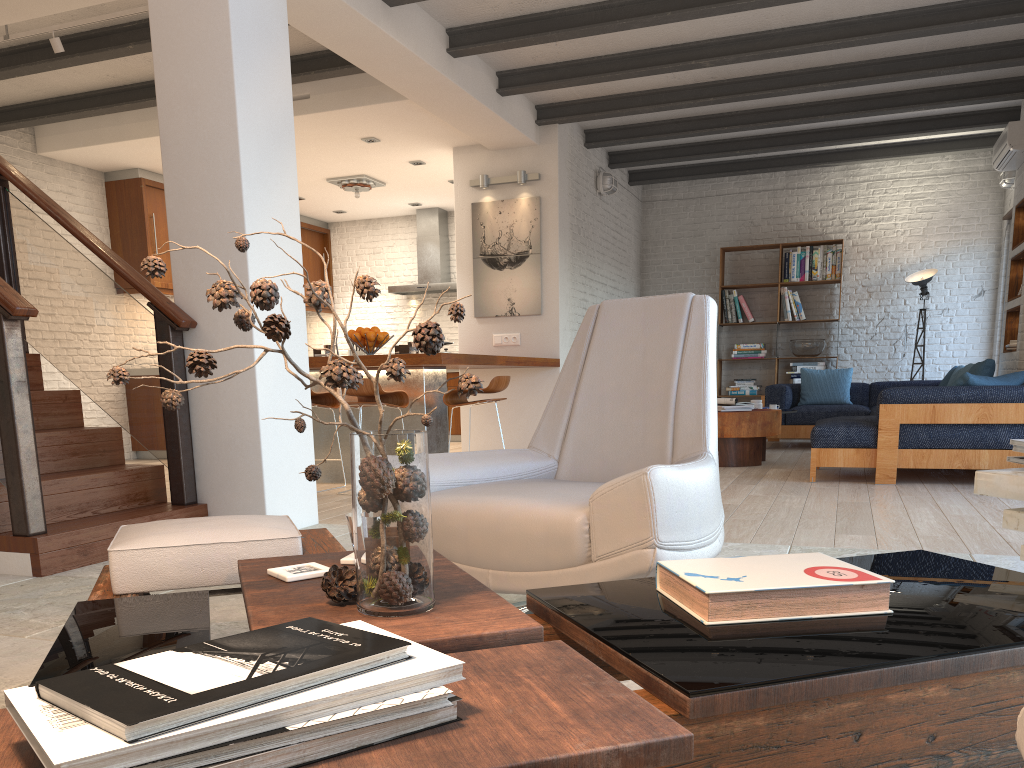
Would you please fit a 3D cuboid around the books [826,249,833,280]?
[{"bbox_3d":[3.562,-1.321,9.779,0.055,0.337,0.249,3,8,21],"label":"books"}]

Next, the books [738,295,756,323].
[{"bbox_3d":[2.747,-0.870,10.194,0.194,0.326,0.249,2,7,21],"label":"books"}]

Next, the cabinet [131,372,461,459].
[{"bbox_3d":[-1.861,-0.690,10.146,4.771,2.899,2.221,-2,7,-14],"label":"cabinet"}]

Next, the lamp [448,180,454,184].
[{"bbox_3d":[-0.595,-2.154,9.202,0.123,0.056,0.121,0,2,21],"label":"lamp"}]

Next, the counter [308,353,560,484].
[{"bbox_3d":[-0.787,0.266,7.113,1.684,0.938,2.454,0,2,21],"label":"counter"}]

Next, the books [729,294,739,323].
[{"bbox_3d":[2.611,-0.875,10.252,0.102,0.341,0.249,3,8,21],"label":"books"}]

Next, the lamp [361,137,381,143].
[{"bbox_3d":[-1.226,-2.135,7.565,0.123,0.056,0.121,0,2,21],"label":"lamp"}]

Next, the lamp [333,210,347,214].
[{"bbox_3d":[-2.118,-2.132,10.709,0.123,0.056,0.121,0,2,21],"label":"lamp"}]

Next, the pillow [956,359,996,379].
[{"bbox_3d":[3.736,0.015,7.107,0.254,0.424,1.191,2,2,21],"label":"pillow"}]

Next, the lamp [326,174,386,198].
[{"bbox_3d":[-1.624,-2.035,9.130,0.450,0.174,0.442,0,2,21],"label":"lamp"}]

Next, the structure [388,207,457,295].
[{"bbox_3d":[-1.003,-1.641,10.760,0.984,1.016,0.446,1,9,20],"label":"structure"}]

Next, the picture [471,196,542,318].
[{"bbox_3d":[-0.049,-1.131,7.868,0.654,1.039,0.019,2,11,20],"label":"picture"}]

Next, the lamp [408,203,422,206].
[{"bbox_3d":[-1.149,-2.149,10.345,0.123,0.056,0.121,0,2,21],"label":"lamp"}]

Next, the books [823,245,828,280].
[{"bbox_3d":[3.520,-1.348,9.796,0.036,0.392,0.238,3,9,21],"label":"books"}]

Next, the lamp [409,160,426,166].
[{"bbox_3d":[-0.910,-2.145,8.384,0.123,0.056,0.121,0,2,21],"label":"lamp"}]

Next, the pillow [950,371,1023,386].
[{"bbox_3d":[3.163,0.083,5.920,0.562,0.336,0.370,-2,5,-19],"label":"pillow"}]

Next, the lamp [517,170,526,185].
[{"bbox_3d":[0.084,-1.806,7.630,0.079,0.107,0.079,-7,9,-41],"label":"lamp"}]

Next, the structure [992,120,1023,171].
[{"bbox_3d":[4.172,-1.971,7.258,0.200,0.224,0.801,1,2,21],"label":"structure"}]

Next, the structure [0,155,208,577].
[{"bbox_3d":[-1.751,-1.343,4.712,10.142,4.225,13.623,0,1,21],"label":"structure"}]

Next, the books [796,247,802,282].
[{"bbox_3d":[3.254,-1.343,9.891,0.036,0.392,0.238,3,9,21],"label":"books"}]

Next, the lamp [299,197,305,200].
[{"bbox_3d":[-2.433,-2.122,9.892,0.123,0.056,0.121,0,2,21],"label":"lamp"}]

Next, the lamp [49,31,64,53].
[{"bbox_3d":[-2.760,-2.063,5.285,0.060,0.132,0.084,3,8,23],"label":"lamp"}]

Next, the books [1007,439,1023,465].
[{"bbox_3d":[1.413,0.165,1.898,0.389,0.081,0.558,-1,0,5],"label":"books"}]

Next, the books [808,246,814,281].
[{"bbox_3d":[3.379,-1.346,9.849,0.036,0.392,0.238,3,9,21],"label":"books"}]

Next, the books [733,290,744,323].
[{"bbox_3d":[2.652,-0.900,10.200,0.121,0.390,0.238,3,8,21],"label":"books"}]

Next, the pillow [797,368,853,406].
[{"bbox_3d":[3.319,0.029,9.222,0.555,0.418,0.218,0,8,20],"label":"pillow"}]

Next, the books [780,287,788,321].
[{"bbox_3d":[3.142,-0.907,10.035,0.101,0.392,0.238,3,9,21],"label":"books"}]

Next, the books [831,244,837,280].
[{"bbox_3d":[3.608,-1.350,9.763,0.036,0.392,0.238,3,9,21],"label":"books"}]

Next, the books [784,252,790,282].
[{"bbox_3d":[3.144,-1.314,9.953,0.055,0.337,0.249,3,8,21],"label":"books"}]

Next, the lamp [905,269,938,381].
[{"bbox_3d":[4.490,-0.307,9.249,0.506,1.888,0.846,-2,9,-7],"label":"lamp"}]

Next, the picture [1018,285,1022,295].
[{"bbox_3d":[4.403,-0.867,7.430,0.102,0.250,0.189,1,7,12],"label":"picture"}]

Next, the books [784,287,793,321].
[{"bbox_3d":[3.169,-0.907,10.000,0.103,0.392,0.238,3,9,21],"label":"books"}]

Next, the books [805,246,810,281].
[{"bbox_3d":[3.340,-1.345,9.852,0.036,0.392,0.238,3,9,21],"label":"books"}]

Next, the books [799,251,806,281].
[{"bbox_3d":[3.304,-1.316,9.893,0.055,0.337,0.249,3,8,21],"label":"books"}]

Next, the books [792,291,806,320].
[{"bbox_3d":[3.286,-0.884,9.966,0.158,0.336,0.249,2,8,21],"label":"books"}]

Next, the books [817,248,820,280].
[{"bbox_3d":[3.458,-1.333,9.821,0.020,0.367,0.266,3,8,21],"label":"books"}]

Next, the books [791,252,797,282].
[{"bbox_3d":[3.210,-1.315,9.909,0.055,0.337,0.249,3,8,21],"label":"books"}]

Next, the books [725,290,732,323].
[{"bbox_3d":[2.556,-0.900,10.248,0.091,0.393,0.238,3,9,21],"label":"books"}]

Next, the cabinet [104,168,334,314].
[{"bbox_3d":[-3.180,-1.507,10.093,0.461,1.184,3.286,2,3,21],"label":"cabinet"}]

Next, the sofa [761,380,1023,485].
[{"bbox_3d":[3.155,0.317,7.598,2.077,0.674,3.884,-1,1,21],"label":"sofa"}]

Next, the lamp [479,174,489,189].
[{"bbox_3d":[-0.248,-1.800,7.755,0.079,0.107,0.079,-7,9,-41],"label":"lamp"}]

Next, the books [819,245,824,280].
[{"bbox_3d":[3.490,-1.348,9.821,0.036,0.392,0.238,3,9,21],"label":"books"}]

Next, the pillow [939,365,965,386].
[{"bbox_3d":[4.229,0.024,8.347,0.243,0.406,1.087,2,2,20],"label":"pillow"}]

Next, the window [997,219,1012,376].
[{"bbox_3d":[3.237,-2.549,3.164,0.646,6.530,12.123,3,4,21],"label":"window"}]

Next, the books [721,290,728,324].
[{"bbox_3d":[2.518,-0.899,10.254,0.091,0.393,0.238,3,9,21],"label":"books"}]

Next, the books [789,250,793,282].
[{"bbox_3d":[3.179,-1.329,9.936,0.020,0.367,0.266,3,8,21],"label":"books"}]

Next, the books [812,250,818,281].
[{"bbox_3d":[3.417,-1.318,9.824,0.055,0.337,0.249,3,8,21],"label":"books"}]

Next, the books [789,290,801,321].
[{"bbox_3d":[3.246,-0.892,9.994,0.124,0.356,0.266,3,8,21],"label":"books"}]

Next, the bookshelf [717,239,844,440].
[{"bbox_3d":[3.082,-0.464,10.106,1.315,2.253,0.355,2,11,20],"label":"bookshelf"}]

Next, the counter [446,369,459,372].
[{"bbox_3d":[-1.722,-0.157,9.813,3.518,0.071,3.277,-1,0,21],"label":"counter"}]

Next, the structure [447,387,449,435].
[{"bbox_3d":[-1.021,0.335,10.995,0.668,0.590,0.490,1,7,21],"label":"structure"}]

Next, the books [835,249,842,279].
[{"bbox_3d":[3.660,-1.323,9.766,0.055,0.337,0.249,3,8,21],"label":"books"}]
